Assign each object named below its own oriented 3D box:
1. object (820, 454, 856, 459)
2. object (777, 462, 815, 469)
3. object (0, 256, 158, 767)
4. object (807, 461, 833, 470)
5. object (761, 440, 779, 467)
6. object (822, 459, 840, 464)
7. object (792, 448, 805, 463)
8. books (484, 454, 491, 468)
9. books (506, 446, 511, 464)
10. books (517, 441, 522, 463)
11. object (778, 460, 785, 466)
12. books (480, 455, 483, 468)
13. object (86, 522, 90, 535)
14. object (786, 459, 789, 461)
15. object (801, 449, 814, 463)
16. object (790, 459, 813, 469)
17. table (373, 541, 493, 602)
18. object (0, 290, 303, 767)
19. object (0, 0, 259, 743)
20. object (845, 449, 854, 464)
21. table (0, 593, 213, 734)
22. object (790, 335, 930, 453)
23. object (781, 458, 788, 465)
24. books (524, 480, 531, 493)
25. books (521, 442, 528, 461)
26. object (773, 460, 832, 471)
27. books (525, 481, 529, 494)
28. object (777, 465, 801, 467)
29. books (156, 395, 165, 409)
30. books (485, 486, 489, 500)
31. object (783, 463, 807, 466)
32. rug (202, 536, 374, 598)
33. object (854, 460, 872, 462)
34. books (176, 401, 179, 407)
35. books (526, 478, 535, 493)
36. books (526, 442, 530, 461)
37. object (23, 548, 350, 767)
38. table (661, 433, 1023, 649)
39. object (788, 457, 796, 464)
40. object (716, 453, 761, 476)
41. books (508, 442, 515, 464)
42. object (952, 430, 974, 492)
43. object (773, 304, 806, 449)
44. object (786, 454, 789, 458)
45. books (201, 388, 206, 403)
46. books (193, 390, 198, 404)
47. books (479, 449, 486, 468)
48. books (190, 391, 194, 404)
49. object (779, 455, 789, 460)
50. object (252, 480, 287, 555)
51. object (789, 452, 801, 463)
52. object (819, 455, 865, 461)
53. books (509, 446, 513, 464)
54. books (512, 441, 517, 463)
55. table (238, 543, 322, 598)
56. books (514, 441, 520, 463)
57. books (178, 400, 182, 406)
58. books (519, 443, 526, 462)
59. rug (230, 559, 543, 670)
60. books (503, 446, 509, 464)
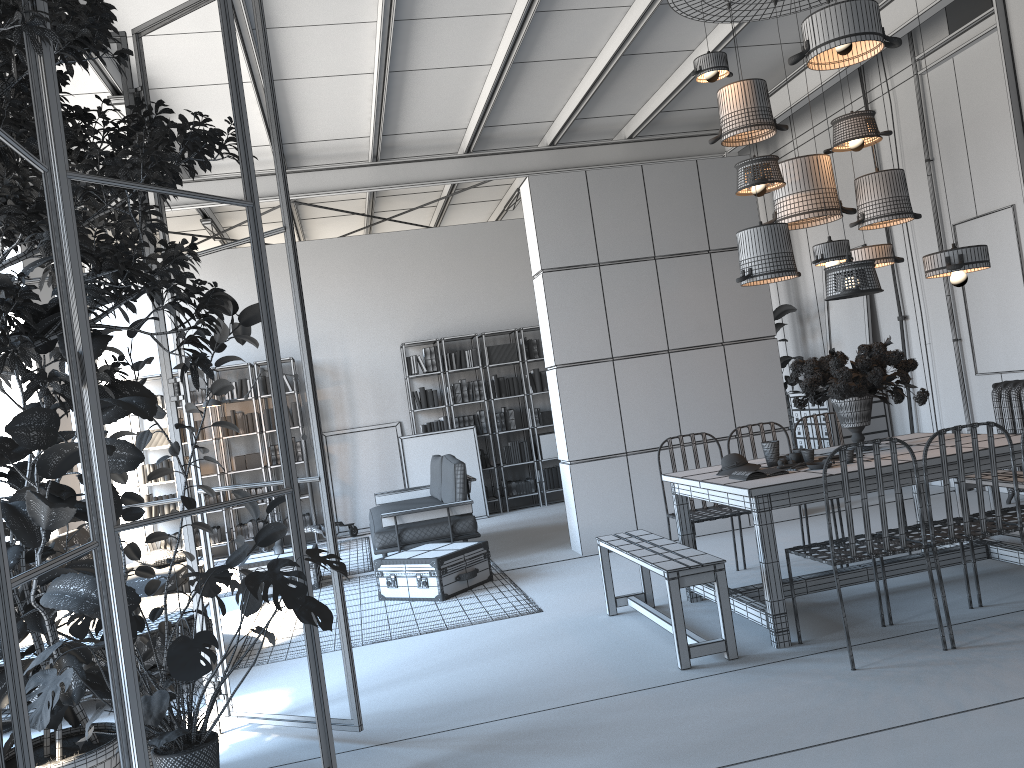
[{"bbox_3d":[1.876,0.414,5.092,0.179,0.016,0.182,-8,-1,-6],"label":"object"},{"bbox_3d":[1.567,0.440,4.836,0.249,0.017,0.024,-8,-1,-1],"label":"object"},{"bbox_3d":[-1.656,0.591,3.167,1.270,2.157,0.868,-8,-1,20],"label":"object"},{"bbox_3d":[1.631,0.434,4.695,0.133,0.029,0.133,-9,-1,37],"label":"object"},{"bbox_3d":[1.493,0.403,5.096,0.102,0.146,0.102,-9,-1,45],"label":"object"},{"bbox_3d":[1.734,0.418,4.809,0.121,0.037,0.054,-7,-1,-32],"label":"object"},{"bbox_3d":[1.627,0.406,5.018,0.071,0.076,0.071,-8,-1,-13],"label":"object"},{"bbox_3d":[-0.329,0.970,11.235,0.061,0.177,0.246,-8,-1,-11],"label":"books"},{"bbox_3d":[-0.049,0.902,11.248,0.022,0.227,0.165,-8,-1,-10],"label":"books"},{"bbox_3d":[0.075,0.861,11.273,0.027,0.278,0.202,-8,-1,-10],"label":"books"},{"bbox_3d":[1.494,0.440,4.911,0.043,0.043,0.044,-7,-1,-38],"label":"object"},{"bbox_3d":[-0.421,0.982,11.213,0.048,0.180,0.257,-8,-1,-10],"label":"books"},{"bbox_3d":[-5.136,1.826,10.508,0.413,0.401,0.920,-8,-1,-10],"label":"object"},{"bbox_3d":[1.662,0.442,5.237,0.211,0.024,0.211,-8,-1,9],"label":"object"},{"bbox_3d":[1.647,0.401,4.924,0.071,0.076,0.071,-8,-1,15],"label":"object"},{"bbox_3d":[1.572,0.435,4.813,0.173,0.026,0.021,-8,-1,-26],"label":"object"},{"bbox_3d":[-0.589,1.451,6.874,0.706,0.330,0.667,-9,-1,35],"label":"table"},{"bbox_3d":[-1.578,0.602,3.818,1.253,2.183,1.309,-8,-1,0],"label":"object"},{"bbox_3d":[-2.196,-0.317,3.380,2.243,4.154,2.486,-7,-1,-39],"label":"object"},{"bbox_3d":[1.797,0.389,4.744,0.071,0.076,0.071,-9,-1,37],"label":"object"},{"bbox_3d":[-2.743,1.694,5.505,1.709,0.387,1.708,-8,-1,-19],"label":"table"},{"bbox_3d":[2.019,0.073,5.315,0.697,0.654,0.782,-8,-1,-8],"label":"object"},{"bbox_3d":[1.518,0.438,4.955,0.045,0.045,0.051,-7,-1,-33],"label":"object"},{"bbox_3d":[0.198,1.313,11.326,0.033,0.158,0.241,-8,-1,-10],"label":"books"},{"bbox_3d":[0.165,0.863,11.287,0.025,0.254,0.184,-8,-1,-10],"label":"books"},{"bbox_3d":[1.599,0.452,4.924,0.335,0.012,0.213,-7,-1,-34],"label":"object"},{"bbox_3d":[0.166,1.317,11.320,0.033,0.158,0.241,-8,-1,-10],"label":"books"},{"bbox_3d":[1.578,0.441,4.859,0.249,0.015,0.024,-8,-1,9],"label":"object"},{"bbox_3d":[-4.177,0.228,10.571,0.062,0.195,0.266,-8,-1,-10],"label":"books"},{"bbox_3d":[-0.336,1.378,11.247,0.040,0.176,0.242,-8,-1,-10],"label":"books"},{"bbox_3d":[1.568,0.440,4.868,0.174,0.019,0.021,-8,-1,-13],"label":"object"},{"bbox_3d":[-2.450,1.912,9.226,1.961,0.007,2.524,-8,-1,-10],"label":"rug"},{"bbox_3d":[1.868,0.411,4.752,0.021,0.014,0.174,-8,-1,-15],"label":"object"},{"bbox_3d":[-4.025,0.200,10.633,0.067,0.174,0.240,-8,-1,-12],"label":"books"},{"bbox_3d":[0.235,1.295,11.347,0.047,0.184,0.271,-8,-1,-10],"label":"books"},{"bbox_3d":[0.189,0.859,11.293,0.025,0.254,0.184,-8,-1,-10],"label":"books"},{"bbox_3d":[-1.092,1.115,3.110,1.125,1.001,0.920,-8,-1,-13],"label":"object"},{"bbox_3d":[1.962,0.820,5.056,1.784,0.819,1.239,-8,-1,-10],"label":"table"},{"bbox_3d":[1.547,0.429,4.906,0.043,0.050,0.044,-8,-1,7],"label":"object"},{"bbox_3d":[1.288,0.497,5.053,0.260,0.211,0.236,-8,-1,8],"label":"object"},{"bbox_3d":[-0.005,0.872,11.257,0.027,0.278,0.202,-8,-1,-10],"label":"books"},{"bbox_3d":[4.046,0.709,7.995,0.206,0.647,0.173,-9,-1,25],"label":"object"},{"bbox_3d":[2.915,0.063,10.007,1.270,2.157,0.868,-8,-1,-10],"label":"object"},{"bbox_3d":[1.685,0.427,5.232,0.135,0.029,0.135,-8,-1,-18],"label":"object"},{"bbox_3d":[-3.692,0.149,10.680,0.047,0.182,0.270,-8,-1,-10],"label":"books"},{"bbox_3d":[-3.793,0.167,10.676,0.040,0.174,0.240,-8,-1,-10],"label":"books"},{"bbox_3d":[-0.384,0.945,11.231,0.036,0.244,0.302,-8,-1,-10],"label":"books"},{"bbox_3d":[-3.832,0.173,10.668,0.040,0.174,0.240,-8,-1,-10],"label":"books"},{"bbox_3d":[1.661,0.436,5.237,0.211,0.024,0.211,-9,-1,32],"label":"object"},{"bbox_3d":[-2.115,1.170,7.914,0.443,0.709,0.194,-9,-1,30],"label":"object"},{"bbox_3d":[1.583,0.417,4.961,0.065,0.064,0.065,-8,-1,-25],"label":"object"},{"bbox_3d":[1.860,0.416,5.009,0.185,0.014,0.182,-8,-1,-26],"label":"object"},{"bbox_3d":[-0.027,0.899,11.252,0.022,0.227,0.165,-8,-1,-10],"label":"books"},{"bbox_3d":[0.021,0.868,11.263,0.027,0.278,0.202,-8,-1,-10],"label":"books"},{"bbox_3d":[-2.051,1.678,7.892,0.667,0.330,0.706,-8,-1,-10],"label":"table"},{"bbox_3d":[0.048,0.865,11.267,0.027,0.278,0.202,-8,-1,-10],"label":"books"},{"bbox_3d":[-3.935,0.184,10.635,0.089,0.183,0.269,-8,-1,-9],"label":"books"},{"bbox_3d":[0.117,0.871,11.300,0.057,0.244,0.180,-8,-1,-10],"label":"books"},{"bbox_3d":[-0.975,1.659,6.781,1.961,0.007,2.524,-8,-1,-10],"label":"rug"},{"bbox_3d":[-0.071,0.905,11.243,0.022,0.227,0.165,-8,-1,-10],"label":"books"}]
